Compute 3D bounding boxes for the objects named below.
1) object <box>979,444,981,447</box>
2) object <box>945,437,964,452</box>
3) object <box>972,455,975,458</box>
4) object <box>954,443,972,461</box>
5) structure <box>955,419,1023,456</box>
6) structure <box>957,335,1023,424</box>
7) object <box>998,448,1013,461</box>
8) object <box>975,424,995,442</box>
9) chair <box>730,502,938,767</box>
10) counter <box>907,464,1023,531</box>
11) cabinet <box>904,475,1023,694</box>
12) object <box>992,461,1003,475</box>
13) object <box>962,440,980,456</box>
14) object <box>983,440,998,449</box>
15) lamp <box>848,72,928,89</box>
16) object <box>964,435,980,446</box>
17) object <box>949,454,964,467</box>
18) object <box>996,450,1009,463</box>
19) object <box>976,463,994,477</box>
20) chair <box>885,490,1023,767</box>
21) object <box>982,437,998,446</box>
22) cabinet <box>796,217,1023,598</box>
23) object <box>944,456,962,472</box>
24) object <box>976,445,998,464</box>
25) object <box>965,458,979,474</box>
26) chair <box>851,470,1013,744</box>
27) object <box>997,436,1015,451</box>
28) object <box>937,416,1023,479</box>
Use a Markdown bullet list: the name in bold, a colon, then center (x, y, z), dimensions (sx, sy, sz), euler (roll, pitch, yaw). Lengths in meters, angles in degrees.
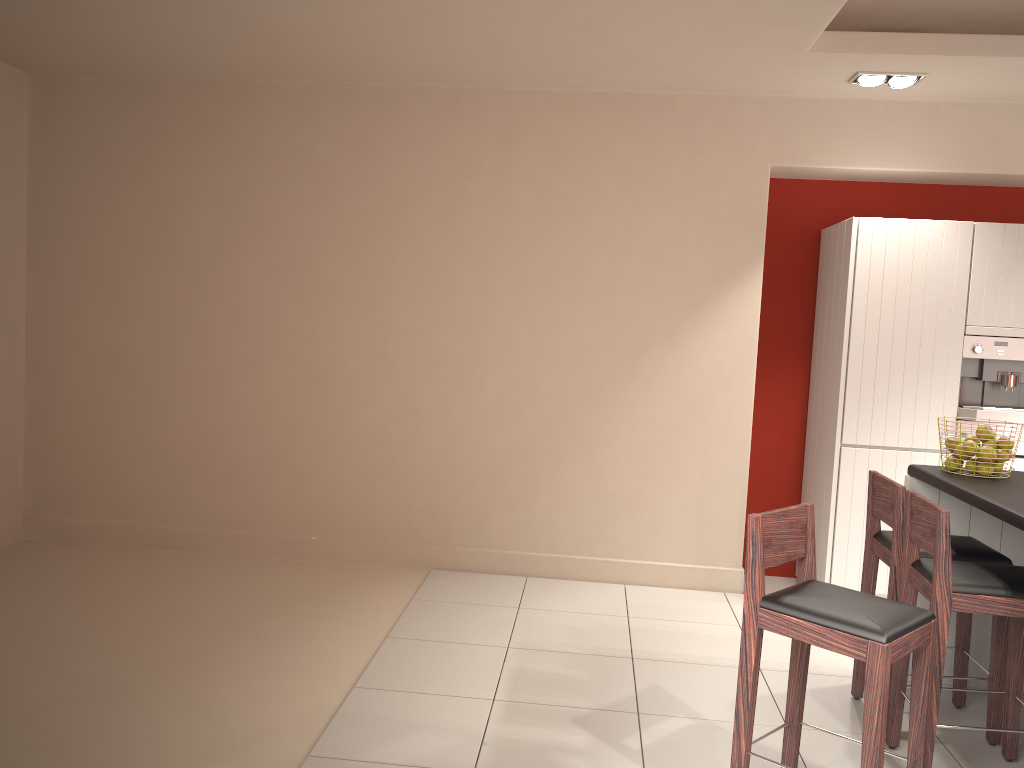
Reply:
- **object**: center (2.049, 0.270, 3.943), dimensions (0.062, 0.061, 0.057), euler (4, 4, 20)
- **object**: center (1.985, 0.273, 3.977), dimensions (0.076, 0.068, 0.077), euler (3, 4, -1)
- **object**: center (2.049, 0.297, 3.990), dimensions (0.076, 0.077, 0.076), euler (1, 5, -30)
- **object**: center (1.992, 0.300, 3.909), dimensions (0.076, 0.077, 0.076), euler (1, 5, -30)
- **structure**: center (2.806, 0.309, 4.964), dimensions (0.617, 0.177, 0.129), euler (3, 4, 5)
- **structure**: center (2.838, -0.030, 5.097), dimensions (0.623, 0.470, 0.453), euler (3, 4, 5)
- **object**: center (2.134, 0.303, 3.845), dimensions (0.066, 0.064, 0.067), euler (4, 4, 9)
- **object**: center (2.068, 0.215, 3.873), dimensions (0.078, 0.080, 0.078), euler (3, 4, 5)
- **chair**: center (1.027, 0.936, 2.824), dimensions (0.383, 1.008, 0.474), euler (-1, 6, -44)
- **counter**: center (2.435, 0.504, 3.030), dimensions (1.415, 0.050, 2.055), euler (3, 4, 5)
- **cabinet**: center (2.408, 1.034, 3.074), dimensions (1.423, 1.010, 2.035), euler (3, 4, 5)
- **object**: center (2.088, 0.354, 3.854), dimensions (0.086, 0.079, 0.084), euler (0, 5, -40)
- **object**: center (1.979, 0.275, 3.821), dimensions (0.067, 0.068, 0.067), euler (0, 5, -32)
- **object**: center (2.070, 0.270, 3.834), dimensions (0.057, 0.054, 0.056), euler (1, 5, -24)
- **lamp**: center (2.025, -1.663, 4.784), dimensions (0.361, 0.103, 0.199), euler (3, 4, 5)
- **object**: center (2.009, 0.255, 3.873), dimensions (0.062, 0.061, 0.057), euler (4, 4, 20)
- **object**: center (1.986, 0.348, 3.971), dimensions (0.068, 0.068, 0.068), euler (4, 4, 16)
- **object**: center (2.094, 0.309, 3.797), dimensions (0.055, 0.057, 0.057), euler (3, 4, -3)
- **object**: center (2.025, 0.363, 3.795), dimensions (0.068, 0.068, 0.068), euler (4, 4, 16)
- **chair**: center (1.713, 0.940, 3.254), dimensions (0.474, 1.008, 0.383), euler (4, 4, 7)
- **object**: center (2.112, 0.267, 3.902), dimensions (0.071, 0.076, 0.078), euler (1, 5, -25)
- **cabinet**: center (3.157, 0.235, 5.272), dimensions (2.557, 2.249, 0.717), euler (3, 4, 5)
- **object**: center (1.938, 0.351, 3.897), dimensions (0.068, 0.068, 0.068), euler (4, 4, 16)
- **object**: center (2.035, 0.304, 3.801), dimensions (0.082, 0.082, 0.082), euler (1, 5, -28)
- **object**: center (2.008, 0.358, 3.855), dimensions (0.068, 0.068, 0.068), euler (4, 4, 16)
- **chair**: center (1.757, 0.908, 3.712), dimensions (0.474, 1.008, 0.383), euler (3, 4, 5)
- **object**: center (2.120, 0.257, 3.808), dimensions (0.067, 0.064, 0.067), euler (3, 4, 6)
- **object**: center (2.040, 0.276, 3.888), dimensions (0.341, 0.232, 0.341), euler (6, 5, 38)
